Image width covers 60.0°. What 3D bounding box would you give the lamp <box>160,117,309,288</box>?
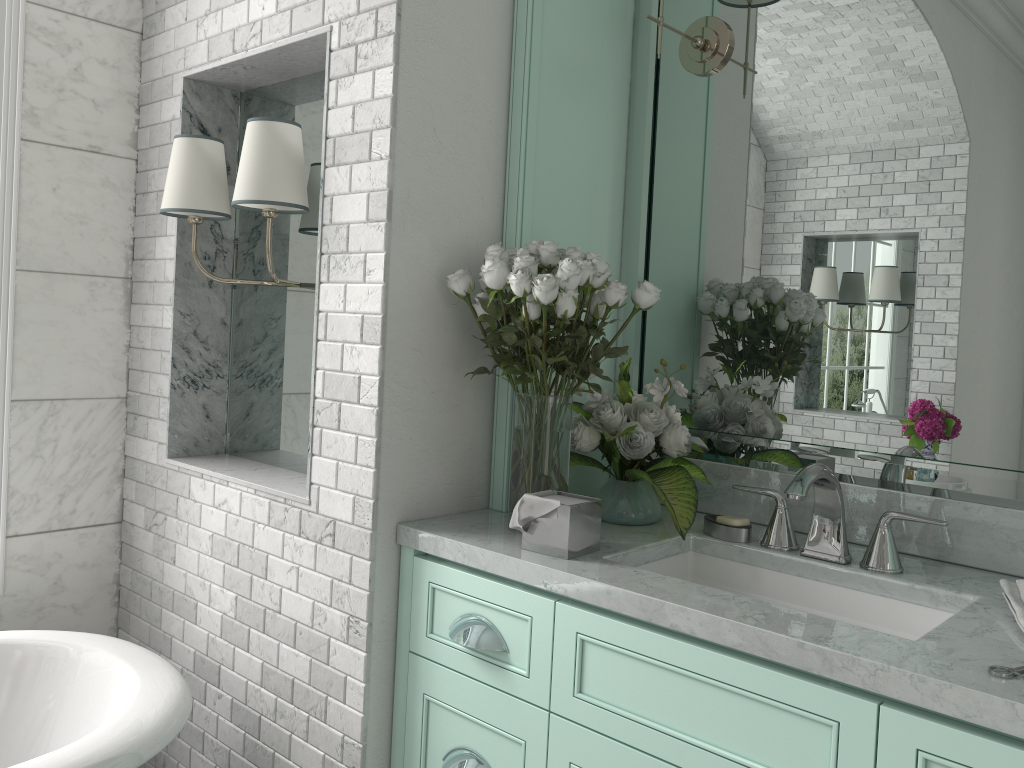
[{"bbox_3d":[-0.675,-0.453,2.312,0.548,0.383,0.308,6,3,42],"label":"lamp"}]

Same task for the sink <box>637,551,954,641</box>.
[{"bbox_3d":[0.511,0.437,1.694,0.603,0.079,0.346,6,5,42],"label":"sink"}]

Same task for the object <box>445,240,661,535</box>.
[{"bbox_3d":[0.070,0.007,1.976,0.391,0.653,0.356,2,2,-36],"label":"object"}]

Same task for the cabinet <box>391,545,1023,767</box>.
[{"bbox_3d":[1.014,1.006,1.321,2.802,1.097,0.862,6,4,42],"label":"cabinet"}]

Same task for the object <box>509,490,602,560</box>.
[{"bbox_3d":[0.085,0.281,1.806,0.136,0.112,0.147,5,3,38],"label":"object"}]

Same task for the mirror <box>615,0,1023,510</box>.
[{"bbox_3d":[0.857,-0.736,1.949,1.438,1.931,0.015,5,2,42],"label":"mirror"}]

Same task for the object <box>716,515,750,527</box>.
[{"bbox_3d":[0.497,0.308,1.993,0.051,0.022,0.077,1,4,-27],"label":"object"}]

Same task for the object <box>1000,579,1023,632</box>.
[{"bbox_3d":[0.930,0.385,1.409,0.317,0.056,0.239,6,5,39],"label":"object"}]

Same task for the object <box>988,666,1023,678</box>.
[{"bbox_3d":[0.733,0.402,1.271,0.075,0.007,0.175,5,4,34],"label":"object"}]

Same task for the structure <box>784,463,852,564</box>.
[{"bbox_3d":[0.625,0.263,1.792,0.103,0.205,0.234,4,3,32],"label":"structure"}]

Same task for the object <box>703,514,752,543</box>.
[{"bbox_3d":[0.489,0.327,2.011,0.079,0.035,0.134,1,4,-30],"label":"object"}]

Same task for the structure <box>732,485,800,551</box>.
[{"bbox_3d":[0.554,0.292,1.951,0.157,0.121,0.083,4,2,26],"label":"structure"}]

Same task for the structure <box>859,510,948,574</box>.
[{"bbox_3d":[0.782,0.315,1.770,0.157,0.121,0.083,4,2,26],"label":"structure"}]

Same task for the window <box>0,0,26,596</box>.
[{"bbox_3d":[-2.032,-0.556,1.830,0.118,2.321,1.830,4,2,42],"label":"window"}]

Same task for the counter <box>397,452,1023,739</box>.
[{"bbox_3d":[1.059,0.372,1.322,2.812,0.181,0.823,6,5,42],"label":"counter"}]

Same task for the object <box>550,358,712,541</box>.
[{"bbox_3d":[0.288,0.133,2.126,0.453,0.402,0.394,5,3,44],"label":"object"}]

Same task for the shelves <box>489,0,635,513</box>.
[{"bbox_3d":[1.188,-0.642,1.378,2.813,2.121,0.464,5,3,42],"label":"shelves"}]

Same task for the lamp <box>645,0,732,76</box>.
[{"bbox_3d":[0.405,-1.027,2.171,0.183,0.487,0.308,4,2,41],"label":"lamp"}]

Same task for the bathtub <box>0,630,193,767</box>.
[{"bbox_3d":[-1.599,1.041,1.391,0.943,0.757,2.165,5,4,42],"label":"bathtub"}]
